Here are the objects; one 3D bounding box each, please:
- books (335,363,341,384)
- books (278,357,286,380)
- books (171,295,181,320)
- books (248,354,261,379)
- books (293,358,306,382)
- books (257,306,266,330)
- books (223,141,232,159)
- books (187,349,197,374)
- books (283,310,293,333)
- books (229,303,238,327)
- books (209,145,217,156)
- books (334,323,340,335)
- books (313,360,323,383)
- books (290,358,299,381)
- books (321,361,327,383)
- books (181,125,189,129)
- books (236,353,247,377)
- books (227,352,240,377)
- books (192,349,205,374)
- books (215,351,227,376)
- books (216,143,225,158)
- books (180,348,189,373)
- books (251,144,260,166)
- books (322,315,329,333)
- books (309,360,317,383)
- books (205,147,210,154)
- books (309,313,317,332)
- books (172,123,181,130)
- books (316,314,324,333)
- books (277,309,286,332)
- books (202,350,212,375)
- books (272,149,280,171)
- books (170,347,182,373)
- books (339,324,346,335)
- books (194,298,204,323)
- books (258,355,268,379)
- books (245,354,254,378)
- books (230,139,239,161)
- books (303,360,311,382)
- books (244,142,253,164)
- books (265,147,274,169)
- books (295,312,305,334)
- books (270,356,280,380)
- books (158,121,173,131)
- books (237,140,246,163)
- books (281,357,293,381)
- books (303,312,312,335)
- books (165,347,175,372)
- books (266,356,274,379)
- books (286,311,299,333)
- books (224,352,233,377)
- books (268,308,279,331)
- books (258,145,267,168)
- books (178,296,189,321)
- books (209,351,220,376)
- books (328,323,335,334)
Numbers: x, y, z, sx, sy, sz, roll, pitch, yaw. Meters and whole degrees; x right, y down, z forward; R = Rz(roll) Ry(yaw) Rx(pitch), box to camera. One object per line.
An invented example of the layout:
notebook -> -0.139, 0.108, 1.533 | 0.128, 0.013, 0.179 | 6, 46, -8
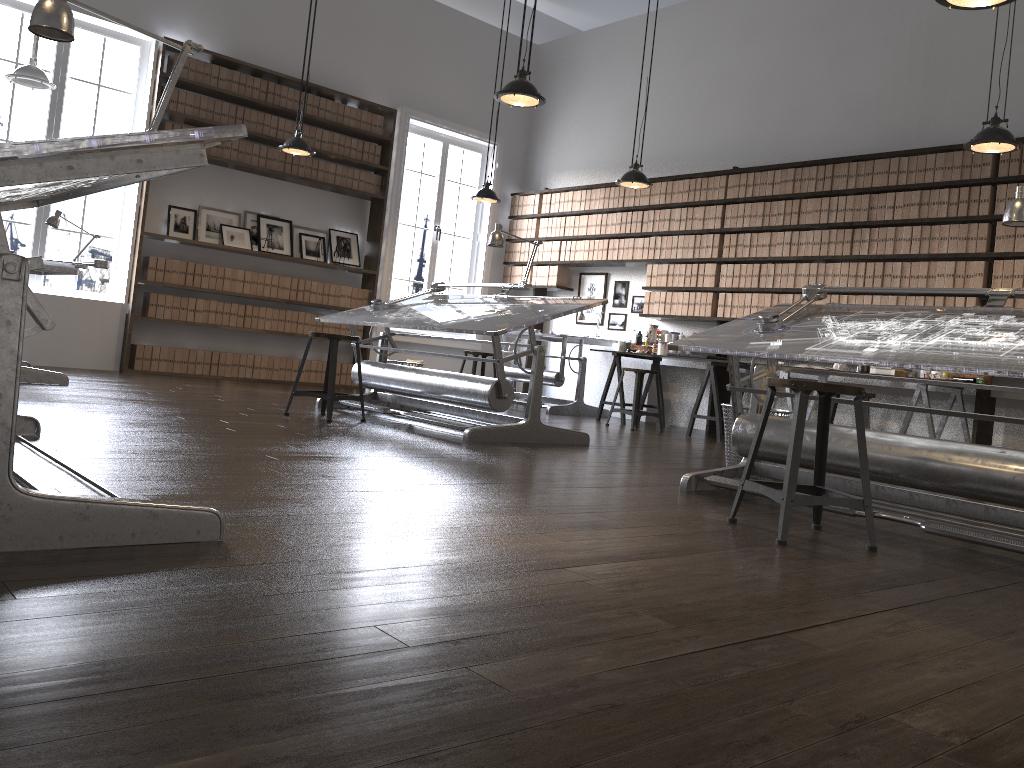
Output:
books -> -1.881, -0.116, 9.316 | 0.066, 0.226, 0.175 | 7, -1, -41
books -> -2.351, -0.155, 8.912 | 0.066, 0.226, 0.175 | 7, -1, -41
books -> -3.140, -0.706, 8.198 | 0.066, 0.226, 0.175 | 7, -1, -41
books -> -2.552, -0.172, 8.731 | 0.066, 0.226, 0.175 | 7, -1, -41
books -> -2.188, -0.141, 9.047 | 0.066, 0.226, 0.175 | 7, -1, -41
books -> -2.504, -0.652, 8.737 | 0.066, 0.226, 0.175 | 7, -1, -41
books -> -2.742, -2.229, 8.428 | 0.066, 0.226, 0.175 | 7, -1, -41
books -> -3.036, -0.214, 8.319 | 0.066, 0.226, 0.175 | 7, -1, -41
books -> -2.291, -0.634, 8.926 | 0.066, 0.226, 0.175 | 7, -1, -41
books -> -2.721, -0.671, 8.552 | 0.066, 0.226, 0.175 | 7, -1, -41
books -> -2.838, -2.237, 8.341 | 0.066, 0.226, 0.175 | 7, -1, -41
books -> -1.874, -0.599, 9.286 | 0.066, 0.226, 0.175 | 7, -1, -41
books -> -2.041, -0.129, 9.177 | 0.066, 0.226, 0.175 | 7, -1, -41
books -> -2.241, -0.146, 8.999 | 0.066, 0.226, 0.175 | 7, -1, -41
books -> -1.988, -0.125, 9.224 | 0.066, 0.226, 0.175 | 7, -1, -41
books -> -3.053, -2.256, 8.164 | 0.066, 0.226, 0.175 | 7, -1, -41
books -> -2.662, -0.182, 8.634 | 0.066, 0.226, 0.175 | 7, -1, -41
books -> -2.716, -0.186, 8.587 | 0.066, 0.226, 0.175 | 7, -1, -41
books -> -2.980, -0.209, 8.362 | 0.066, 0.226, 0.175 | 7, -1, -41
books -> -2.817, -0.195, 8.509 | 0.066, 0.226, 0.175 | 7, -1, -41
books -> -2.791, -2.234, 8.388 | 0.066, 0.226, 0.175 | 7, -1, -41
books -> -3.090, -0.218, 8.273 | 0.066, 0.226, 0.175 | 7, -1, -41
books -> -2.529, -2.211, 8.611 | 0.066, 0.226, 0.175 | 7, -1, -41
books -> -1.974, -0.607, 9.196 | 0.066, 0.226, 0.175 | 7, -1, -41
books -> -2.088, -0.133, 9.129 | 0.066, 0.226, 0.175 | 7, -1, -41
books -> -2.892, -2.242, 8.302 | 0.066, 0.226, 0.175 | 7, -1, -41
books -> -2.083, -0.617, 9.109 | 0.066, 0.226, 0.175 | 7, -1, -41
books -> -3.106, -2.260, 8.111 | 0.066, 0.226, 0.175 | 7, -1, -41
books -> -2.029, -0.612, 9.153 | 0.066, 0.226, 0.175 | 7, -1, -41
books -> -2.348, -0.639, 8.878 | 0.066, 0.226, 0.175 | 7, -1, -41
books -> -2.930, -0.205, 8.412 | 0.066, 0.226, 0.175 | 7, -1, -41
books -> -2.373, -2.198, 8.747 | 0.066, 0.226, 0.175 | 7, -1, -41
books -> -3.137, -0.222, 8.225 | 0.066, 0.226, 0.175 | 7, -1, -41
books -> -1.821, -0.594, 9.326 | 0.066, 0.226, 0.175 | 7, -1, -41
books -> -2.977, -0.692, 8.333 | 0.066, 0.226, 0.175 | 7, -1, -41
books -> -2.498, -0.168, 8.780 | 0.066, 0.226, 0.175 | 7, -1, -41
books -> -2.609, -0.177, 8.684 | 0.066, 0.226, 0.175 | 7, -1, -41
books -> -2.686, -2.225, 8.474 | 0.066, 0.226, 0.175 | 7, -1, -41
books -> -2.142, -0.138, 9.089 | 0.066, 0.226, 0.175 | 7, -1, -41
books -> -2.584, -2.216, 8.569 | 0.066, 0.226, 0.175 | 7, -1, -41
books -> -2.418, -2.202, 8.703 | 0.066, 0.226, 0.175 | 7, -1, -41
books -> -2.186, -0.625, 9.011 | 0.066, 0.226, 0.175 | 7, -1, -41
books -> -2.399, -0.159, 8.861 | 0.066, 0.226, 0.175 | 7, -1, -41
books -> -3.166, -2.266, 8.067 | 0.066, 0.226, 0.175 | 7, -1, -41
books -> -2.636, -2.221, 8.522 | 0.066, 0.226, 0.175 | 7, -1, -41
books -> -2.297, -0.151, 8.956 | 0.066, 0.226, 0.175 | 7, -1, -41
books -> -2.133, -0.621, 9.061 | 0.066, 0.226, 0.175 | 7, -1, -41
books -> -3.190, -0.227, 8.185 | 0.066, 0.226, 0.175 | 7, -1, -41
books -> -2.452, -0.164, 8.822 | 0.066, 0.226, 0.175 | 7, -1, -41
books -> -2.240, -0.630, 8.964 | 0.066, 0.226, 0.175 | 7, -1, -41
books -> -2.766, -0.191, 8.550 | 0.066, 0.226, 0.175 | 7, -1, -41
books -> -2.402, -0.644, 8.835 | 0.066, 0.226, 0.175 | 7, -1, -41
books -> -2.473, -2.207, 8.656 | 0.066, 0.226, 0.175 | 7, -1, -41
books -> -3.086, -0.702, 8.242 | 0.066, 0.226, 0.175 | 7, -1, -41
books -> -2.870, -0.199, 8.456 | 0.066, 0.226, 0.175 | 7, -1, -41
books -> -1.921, -0.603, 9.244 | 0.066, 0.226, 0.175 | 7, -1, -41
